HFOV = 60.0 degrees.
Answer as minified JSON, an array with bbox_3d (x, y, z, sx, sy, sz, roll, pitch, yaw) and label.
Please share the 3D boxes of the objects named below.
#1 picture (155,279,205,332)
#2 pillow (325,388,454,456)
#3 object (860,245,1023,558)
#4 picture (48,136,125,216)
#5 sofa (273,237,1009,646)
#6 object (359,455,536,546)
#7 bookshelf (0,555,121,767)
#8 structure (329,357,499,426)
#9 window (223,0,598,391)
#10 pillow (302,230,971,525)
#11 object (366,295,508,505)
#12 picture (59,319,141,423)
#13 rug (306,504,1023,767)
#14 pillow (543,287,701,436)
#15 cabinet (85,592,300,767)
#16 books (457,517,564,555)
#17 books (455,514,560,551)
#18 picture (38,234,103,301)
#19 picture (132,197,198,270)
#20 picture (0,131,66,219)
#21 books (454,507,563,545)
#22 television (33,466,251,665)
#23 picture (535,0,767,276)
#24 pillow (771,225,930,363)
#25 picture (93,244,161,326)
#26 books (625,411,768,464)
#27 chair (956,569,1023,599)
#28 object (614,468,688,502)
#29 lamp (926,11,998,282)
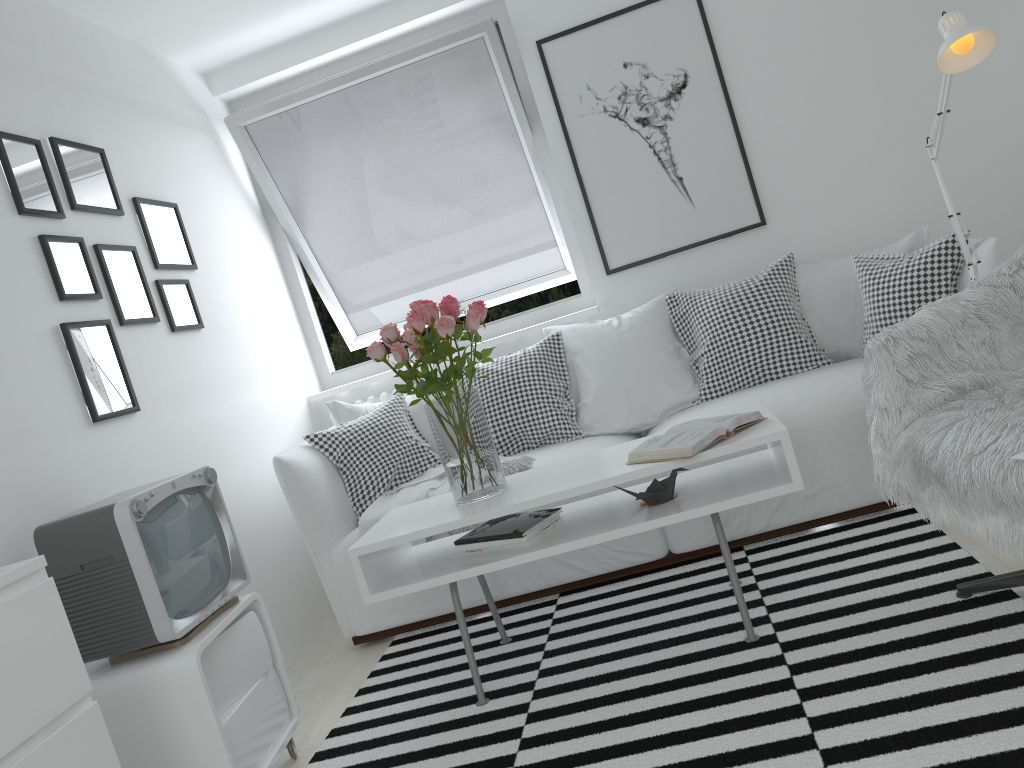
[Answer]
[{"bbox_3d":[-1.228,-0.292,3.285,0.017,0.194,0.218,-17,4,10],"label":"picture"},{"bbox_3d":[-0.433,0.220,3.768,0.617,0.491,0.321,-19,4,-16],"label":"pillow"},{"bbox_3d":[1.271,-0.122,1.979,0.954,0.789,0.784,-18,4,-9],"label":"object"},{"bbox_3d":[-1.406,-0.683,2.943,0.021,0.236,0.275,-17,4,10],"label":"picture"},{"bbox_3d":[0.502,0.217,3.422,2.647,0.768,0.917,-17,4,10],"label":"sofa"},{"bbox_3d":[-0.176,0.416,3.432,0.670,0.291,0.831,-17,4,9],"label":"object"},{"bbox_3d":[-1.319,0.109,0.899,0.440,2.416,1.595,-17,4,10],"label":"bookshelf"},{"bbox_3d":[0.023,0.190,4.068,1.655,0.660,0.206,-17,4,10],"label":"structure"},{"bbox_3d":[-2.443,-0.285,6.583,12.055,8.137,4.514,-17,4,10],"label":"window"},{"bbox_3d":[0.429,-0.038,3.442,2.488,0.513,0.676,-17,4,12],"label":"pillow"},{"bbox_3d":[-0.176,0.043,2.553,0.350,0.599,0.327,-15,5,30],"label":"object"},{"bbox_3d":[-1.256,-0.045,2.716,0.019,0.306,0.232,-17,4,10],"label":"picture"},{"bbox_3d":[0.250,0.823,1.753,1.846,0.004,4.362,-17,4,10],"label":"rug"},{"bbox_3d":[0.454,-0.058,3.579,0.599,0.505,0.391,-17,4,10],"label":"pillow"},{"bbox_3d":[-0.818,0.869,2.290,0.350,0.477,0.467,-17,4,4],"label":"cabinet"},{"bbox_3d":[-0.005,0.440,2.563,0.259,0.014,0.191,-15,5,37],"label":"books"},{"bbox_3d":[-0.012,0.427,2.565,0.254,0.014,0.191,-15,5,35],"label":"books"},{"bbox_3d":[-1.350,-0.355,2.720,0.018,0.202,0.196,-17,4,10],"label":"picture"},{"bbox_3d":[-1.298,-0.560,3.334,0.019,0.266,0.290,-17,4,10],"label":"picture"},{"bbox_3d":[-1.442,-0.621,2.653,0.018,0.248,0.196,-17,4,10],"label":"picture"},{"bbox_3d":[-0.010,0.413,2.568,0.257,0.012,0.207,-14,5,38],"label":"books"},{"bbox_3d":[-0.911,0.454,2.259,0.273,0.374,0.414,-17,4,10],"label":"television"},{"bbox_3d":[0.604,-1.097,3.873,0.720,1.072,0.015,-17,4,10],"label":"picture"},{"bbox_3d":[1.335,-0.308,3.404,0.623,0.498,0.333,-14,5,43],"label":"pillow"},{"bbox_3d":[-1.294,-0.334,2.991,0.018,0.274,0.225,-17,4,10],"label":"picture"},{"bbox_3d":[0.495,0.137,2.400,0.342,0.040,0.231,-21,5,-38],"label":"books"},{"bbox_3d":[1.310,-0.024,1.985,0.776,0.941,0.719,-19,4,-15],"label":"chair"},{"bbox_3d":[0.392,0.283,2.476,0.194,0.088,0.186,-18,4,-1],"label":"object"},{"bbox_3d":[1.288,-0.273,2.379,0.196,1.373,0.527,-16,4,14],"label":"lamp"}]
